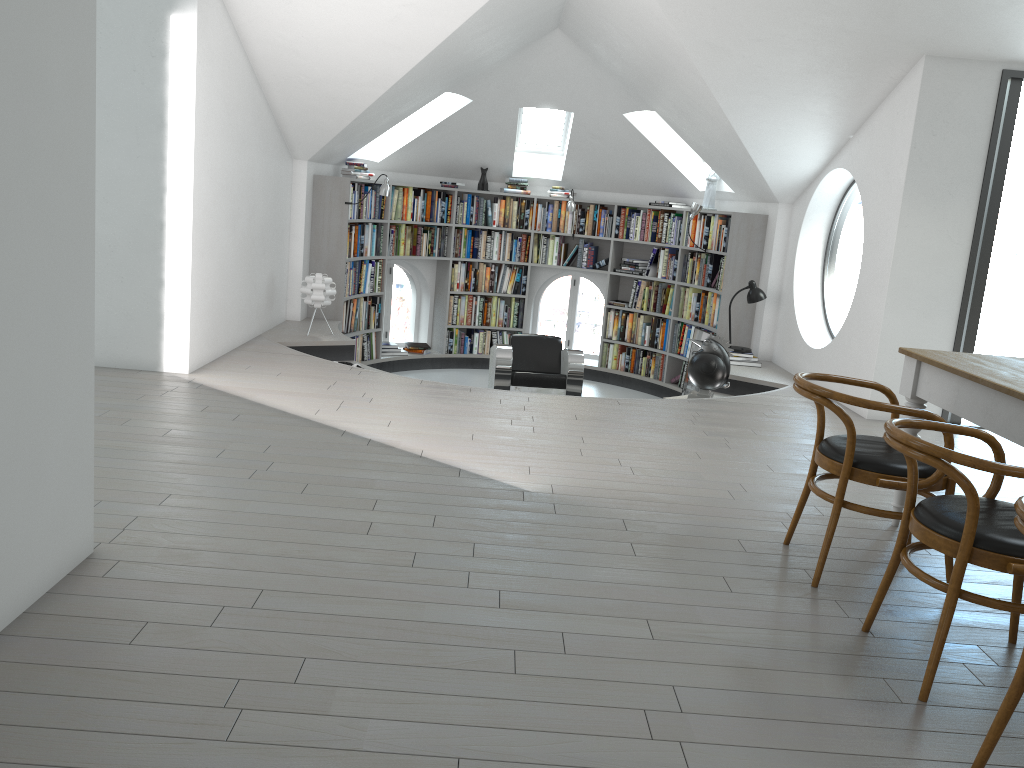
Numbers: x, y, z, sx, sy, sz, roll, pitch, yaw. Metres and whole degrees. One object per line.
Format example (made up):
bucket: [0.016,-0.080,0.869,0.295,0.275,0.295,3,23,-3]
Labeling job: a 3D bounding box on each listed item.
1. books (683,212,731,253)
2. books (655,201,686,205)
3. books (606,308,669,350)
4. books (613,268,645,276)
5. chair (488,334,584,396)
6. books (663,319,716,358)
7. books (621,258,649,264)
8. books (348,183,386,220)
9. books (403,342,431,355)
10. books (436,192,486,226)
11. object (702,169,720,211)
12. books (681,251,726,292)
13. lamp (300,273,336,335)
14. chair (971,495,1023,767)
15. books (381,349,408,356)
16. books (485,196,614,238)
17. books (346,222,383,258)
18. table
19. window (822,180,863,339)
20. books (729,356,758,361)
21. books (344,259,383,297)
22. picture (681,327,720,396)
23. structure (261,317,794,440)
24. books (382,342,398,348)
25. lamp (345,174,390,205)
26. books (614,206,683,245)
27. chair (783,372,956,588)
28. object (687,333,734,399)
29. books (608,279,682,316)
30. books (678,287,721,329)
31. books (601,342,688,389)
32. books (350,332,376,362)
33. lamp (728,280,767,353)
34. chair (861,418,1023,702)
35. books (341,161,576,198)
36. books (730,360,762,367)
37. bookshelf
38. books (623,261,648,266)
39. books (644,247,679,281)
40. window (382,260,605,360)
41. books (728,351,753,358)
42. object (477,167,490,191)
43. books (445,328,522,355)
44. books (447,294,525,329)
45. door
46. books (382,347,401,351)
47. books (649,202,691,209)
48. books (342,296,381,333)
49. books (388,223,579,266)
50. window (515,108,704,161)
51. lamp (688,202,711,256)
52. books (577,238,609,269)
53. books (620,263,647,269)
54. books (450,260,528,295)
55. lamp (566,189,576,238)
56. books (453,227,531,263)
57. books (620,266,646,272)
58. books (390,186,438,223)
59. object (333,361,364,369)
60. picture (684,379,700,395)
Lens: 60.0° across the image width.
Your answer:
books: [2.104,-1.534,8.988,0.292,0.360,1.019,1,12,-19]
books: [1.735,-1.980,9.709,0.233,0.027,0.249,-1,13,-28]
books: [1.459,-0.632,10.010,0.875,0.349,0.272,15,14,39]
books: [1.411,-1.271,10.062,0.389,0.042,0.366,14,15,38]
chair: [0.211,-0.079,8.470,0.823,0.716,0.745,4,11,-7]
books: [1.980,-0.423,9.234,0.303,0.357,1.190,1,12,-20]
books: [1.422,-1.395,10.040,0.269,0.031,0.287,1,12,-21]
books: [-1.581,-1.839,8.887,0.301,0.359,1.037,8,12,14]
books: [-1.084,-0.407,10.148,0.318,0.099,0.293,5,12,0]
books: [-0.621,-1.995,10.091,0.682,0.344,0.266,0,12,-24]
object: [2.049,-2.025,9.128,0.179,0.470,0.180,6,10,7]
books: [2.073,-1.156,9.044,0.279,0.356,1.058,2,12,-16]
lamp: [-1.677,-0.690,7.647,0.305,0.522,0.307,3,11,-13]
chair: [1.377,0.661,1.937,0.621,0.731,0.530,4,11,-6]
books: [-1.418,-0.374,9.974,0.366,0.042,0.390,-3,14,-34]
books: [0.442,-1.943,10.238,1.566,0.365,0.396,6,11,4]
books: [-1.623,-1.465,8.975,0.303,0.346,1.093,8,12,14]
table: [2.198,0.611,2.355,1.018,0.795,3.367,5,12,-1]
window: [2.870,-1.002,7.253,0.104,1.463,1.478,5,11,-2]
books: [2.072,-0.260,8.177,0.286,0.034,0.306,3,12,-11]
books: [-1.622,-1.087,9.005,0.261,0.357,1.024,8,12,15]
picture: [1.876,-0.105,8.921,0.090,0.858,0.581,3,11,-11]
structure: [0.142,-0.058,8.365,4.727,0.689,4.716,16,16,42]
books: [-1.413,-0.438,9.963,0.213,0.036,0.228,0,13,-24]
lamp: [-1.365,-1.850,8.425,0.414,0.310,0.117,4,10,-4]
books: [1.575,-1.752,9.800,0.973,0.365,0.306,15,15,41]
chair: [1.340,0.361,3.369,0.621,0.731,0.530,5,11,2]
object: [1.575,-0.132,7.108,0.320,0.560,0.322,-1,12,-28]
books: [1.549,-0.987,9.881,0.977,0.350,0.252,15,14,40]
books: [2.047,-0.780,9.107,0.275,0.346,1.026,2,12,-16]
books: [1.595,-0.214,9.848,0.360,0.309,1.504,-4,15,-38]
books: [-1.703,-0.375,9.201,0.283,0.318,0.922,8,12,16]
lamp: [2.140,-0.622,8.107,0.323,0.657,0.234,8,11,14]
chair: [1.387,0.513,2.654,0.621,0.731,0.530,5,11,-1]
books: [-0.593,-2.239,9.753,2.815,0.172,0.751,-2,13,-30]
books: [2.068,-0.224,8.184,0.365,0.042,0.390,5,12,-1]
bookshelf: [0.197,-1.089,9.589,4.332,1.871,2.120,5,11,-1]
books: [1.420,-1.364,10.046,0.214,0.036,0.227,-5,15,-40]
books: [1.745,-1.322,9.706,0.256,0.349,0.555,-5,15,-44]
window: [-0.360,-0.895,10.490,3.230,1.145,0.620,2,11,-15]
books: [2.074,-0.291,8.172,0.269,0.031,0.287,7,12,8]
object: [-0.312,-2.331,10.104,0.147,0.263,0.203,4,11,-5]
books: [-0.359,-0.512,10.465,1.018,0.305,0.289,2,11,-16]
books: [-0.312,-0.867,10.410,1.031,0.355,0.294,2,11,-16]
door: [3.221,-0.973,6.558,0.080,2.335,1.057,5,10,-2]
books: [-1.415,-0.408,9.968,0.269,0.031,0.287,0,13,-24]
books: [1.733,-1.952,9.714,0.317,0.036,0.337,-4,15,-38]
books: [-1.731,-0.500,8.848,0.391,0.692,1.648,7,12,8]
books: [-0.413,-1.582,10.080,2.528,0.369,0.594,1,12,-20]
window: [0.352,-2.818,9.282,4.054,0.709,1.943,5,11,-1]
lamp: [1.902,-1.551,8.900,0.275,0.522,0.113,3,10,-11]
books: [0.977,-1.491,10.212,0.399,0.339,0.225,9,11,18]
books: [1.417,-1.333,10.051,0.269,0.031,0.287,-5,15,-40]
books: [-0.291,-1.245,10.338,0.997,0.350,0.299,1,11,-18]
lamp: [0.664,-1.904,9.974,0.113,0.563,0.359,6,11,5]
books: [-0.269,-1.624,10.311,1.028,0.357,0.302,2,11,-15]
books: [1.414,-1.303,10.057,0.286,0.031,0.270,13,14,33]
books: [-1.157,-1.967,9.670,0.270,0.371,0.794,14,15,41]
object: [-1.321,-0.123,7.123,0.218,0.082,0.475,-4,15,-38]
picture: [1.820,0.084,8.772,0.107,0.552,0.492,3,11,-11]
